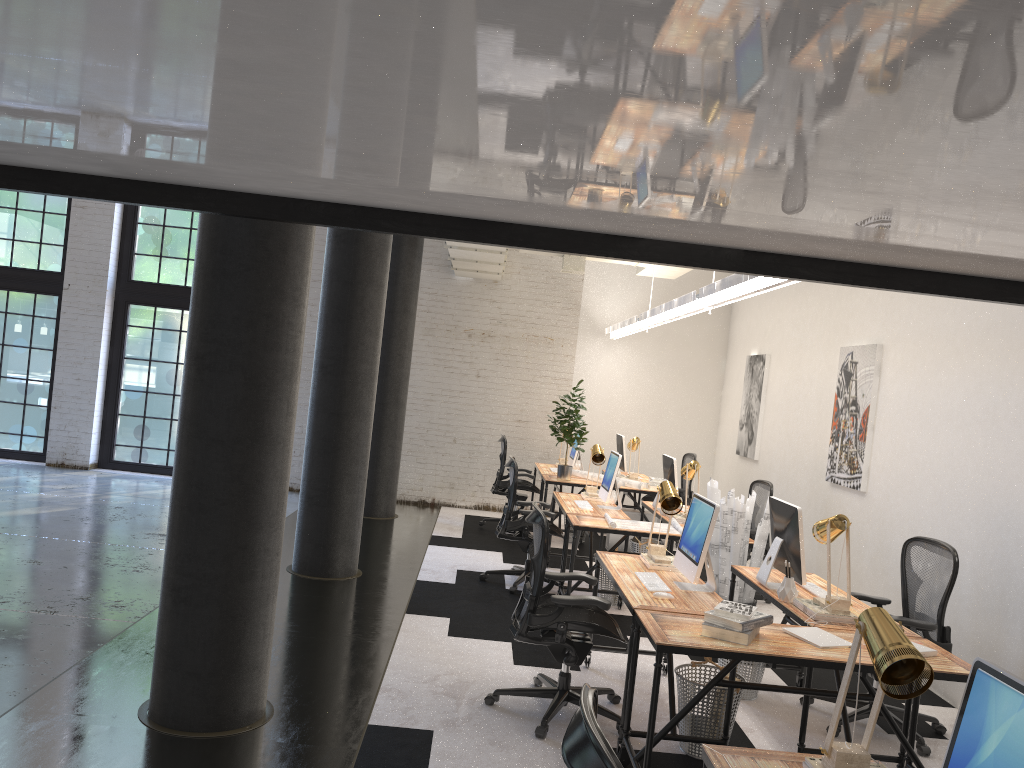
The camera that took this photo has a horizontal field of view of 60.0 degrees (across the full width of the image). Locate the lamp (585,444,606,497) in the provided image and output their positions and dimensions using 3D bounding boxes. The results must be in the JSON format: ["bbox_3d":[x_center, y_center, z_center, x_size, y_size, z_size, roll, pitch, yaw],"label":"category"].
[{"bbox_3d":[0.760,0.785,8.087,0.127,0.470,0.344,6,1,-2],"label":"lamp"}]

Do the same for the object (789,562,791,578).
[{"bbox_3d":[1.447,1.032,4.619,0.054,0.207,0.008,6,1,-37],"label":"object"}]

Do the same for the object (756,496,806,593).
[{"bbox_3d":[1.510,0.900,4.971,0.189,0.485,0.483,6,1,-2],"label":"object"}]

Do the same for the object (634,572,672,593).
[{"bbox_3d":[0.746,1.051,4.714,0.118,0.018,0.439,6,0,-2],"label":"object"}]

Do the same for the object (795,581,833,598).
[{"bbox_3d":[1.707,1.156,4.956,0.118,0.018,0.439,6,0,-2],"label":"object"}]

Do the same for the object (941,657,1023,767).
[{"bbox_3d":[1.022,0.851,1.754,0.189,0.485,0.483,6,1,-2],"label":"object"}]

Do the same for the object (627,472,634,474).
[{"bbox_3d":[1.466,1.093,10.858,0.106,0.029,0.059,6,0,-1],"label":"object"}]

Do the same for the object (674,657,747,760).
[{"bbox_3d":[0.963,1.595,4.378,0.353,0.435,0.358,6,1,-5],"label":"object"}]

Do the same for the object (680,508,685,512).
[{"bbox_3d":[1.573,1.137,7.850,0.118,0.018,0.439,6,0,-2],"label":"object"}]

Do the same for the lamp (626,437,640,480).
[{"bbox_3d":[1.377,0.828,10.042,0.126,0.470,0.344,6,1,-2],"label":"lamp"}]

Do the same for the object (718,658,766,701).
[{"bbox_3d":[1.379,1.640,5.310,0.353,0.435,0.358,6,1,-5],"label":"object"}]

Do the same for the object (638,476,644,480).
[{"bbox_3d":[1.468,1.101,10.530,0.118,0.018,0.439,6,0,-2],"label":"object"}]

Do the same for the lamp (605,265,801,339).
[{"bbox_3d":[1.543,-1.931,7.615,0.226,2.865,7.300,6,0,-2],"label":"lamp"}]

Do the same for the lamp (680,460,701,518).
[{"bbox_3d":[1.481,0.864,7.362,0.127,0.470,0.344,6,1,-2],"label":"lamp"}]

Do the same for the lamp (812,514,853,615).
[{"bbox_3d":[1.615,0.883,4.469,0.127,0.470,0.344,6,1,-2],"label":"lamp"}]

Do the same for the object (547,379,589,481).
[{"bbox_3d":[0.590,0.475,9.388,0.439,1.078,0.513,6,1,-11],"label":"object"}]

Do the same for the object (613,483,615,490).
[{"bbox_3d":[0.901,0.968,7.914,0.008,0.207,0.054,6,1,-19],"label":"object"}]

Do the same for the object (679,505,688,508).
[{"bbox_3d":[1.570,1.130,8.178,0.106,0.029,0.059,6,0,-1],"label":"object"}]

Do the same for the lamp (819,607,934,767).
[{"bbox_3d":[0.922,0.810,2.255,0.126,0.470,0.344,6,1,-2],"label":"lamp"}]

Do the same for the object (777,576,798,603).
[{"bbox_3d":[1.441,1.073,4.634,0.101,0.127,0.101,7,1,43],"label":"object"}]

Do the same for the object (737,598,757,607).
[{"bbox_3d":[1.515,1.683,6.214,0.353,0.398,0.353,7,1,43],"label":"object"}]

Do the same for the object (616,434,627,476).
[{"bbox_3d":[1.271,0.845,10.544,0.189,0.485,0.483,6,1,-2],"label":"object"}]

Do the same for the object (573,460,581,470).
[{"bbox_3d":[0.784,0.972,10.608,0.101,0.127,0.101,7,1,43],"label":"object"}]

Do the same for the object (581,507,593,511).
[{"bbox_3d":[0.616,1.027,7.280,0.106,0.029,0.059,6,0,-1],"label":"object"}]

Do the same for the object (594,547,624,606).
[{"bbox_3d":[0.829,1.577,7.272,0.353,0.435,0.358,6,1,-5],"label":"object"}]

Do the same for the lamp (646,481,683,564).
[{"bbox_3d":[0.893,0.803,5.193,0.126,0.470,0.344,6,1,-2],"label":"lamp"}]

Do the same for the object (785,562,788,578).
[{"bbox_3d":[1.435,1.031,4.623,0.054,0.207,0.008,6,1,-15],"label":"object"}]

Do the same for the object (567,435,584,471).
[{"bbox_3d":[0.754,0.789,10.265,0.189,0.485,0.483,6,1,-2],"label":"object"}]

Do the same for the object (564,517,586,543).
[{"bbox_3d":[0.724,1.541,9.952,0.353,0.435,0.358,6,1,-5],"label":"object"}]

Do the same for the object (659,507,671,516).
[{"bbox_3d":[1.307,1.055,7.528,0.101,0.127,0.101,7,1,43],"label":"object"}]

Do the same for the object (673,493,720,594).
[{"bbox_3d":[0.993,0.844,4.692,0.189,0.485,0.483,6,1,-2],"label":"object"}]

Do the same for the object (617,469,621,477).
[{"bbox_3d":[1.203,1.018,10.208,0.101,0.127,0.101,7,1,43],"label":"object"}]

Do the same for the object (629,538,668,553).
[{"bbox_3d":[1.245,1.621,8.203,0.353,0.435,0.358,6,1,-5],"label":"object"}]

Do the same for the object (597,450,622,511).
[{"bbox_3d":[0.859,0.826,7.586,0.189,0.485,0.483,6,1,-2],"label":"object"}]

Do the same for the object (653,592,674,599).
[{"bbox_3d":[0.750,1.046,4.386,0.106,0.029,0.059,6,0,-1],"label":"object"}]

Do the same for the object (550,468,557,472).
[{"bbox_3d":[0.507,0.996,10.288,0.118,0.018,0.439,6,0,-2],"label":"object"}]

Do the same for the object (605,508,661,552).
[{"bbox_3d":[1.314,1.598,9.604,0.544,0.455,0.221,6,1,-2],"label":"object"}]

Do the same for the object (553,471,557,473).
[{"bbox_3d":[0.511,0.991,9.959,0.106,0.029,0.059,6,0,-1],"label":"object"}]

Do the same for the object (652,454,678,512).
[{"bbox_3d":[1.376,0.882,7.865,0.189,0.485,0.483,6,1,-2],"label":"object"}]

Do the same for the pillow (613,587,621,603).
[{"bbox_3d":[0.906,1.599,7.270,0.119,0.406,0.239,6,1,-1],"label":"pillow"}]

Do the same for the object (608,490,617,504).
[{"bbox_3d":[0.889,1.009,7.928,0.101,0.127,0.101,7,1,43],"label":"object"}]

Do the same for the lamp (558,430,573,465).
[{"bbox_3d":[0.654,0.748,10.766,0.126,0.470,0.344,6,1,-2],"label":"lamp"}]

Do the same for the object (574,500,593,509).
[{"bbox_3d":[0.612,1.033,7.608,0.118,0.018,0.439,6,0,-2],"label":"object"}]

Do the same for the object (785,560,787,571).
[{"bbox_3d":[1.438,1.030,4.647,0.008,0.207,0.054,6,1,-19],"label":"object"}]
